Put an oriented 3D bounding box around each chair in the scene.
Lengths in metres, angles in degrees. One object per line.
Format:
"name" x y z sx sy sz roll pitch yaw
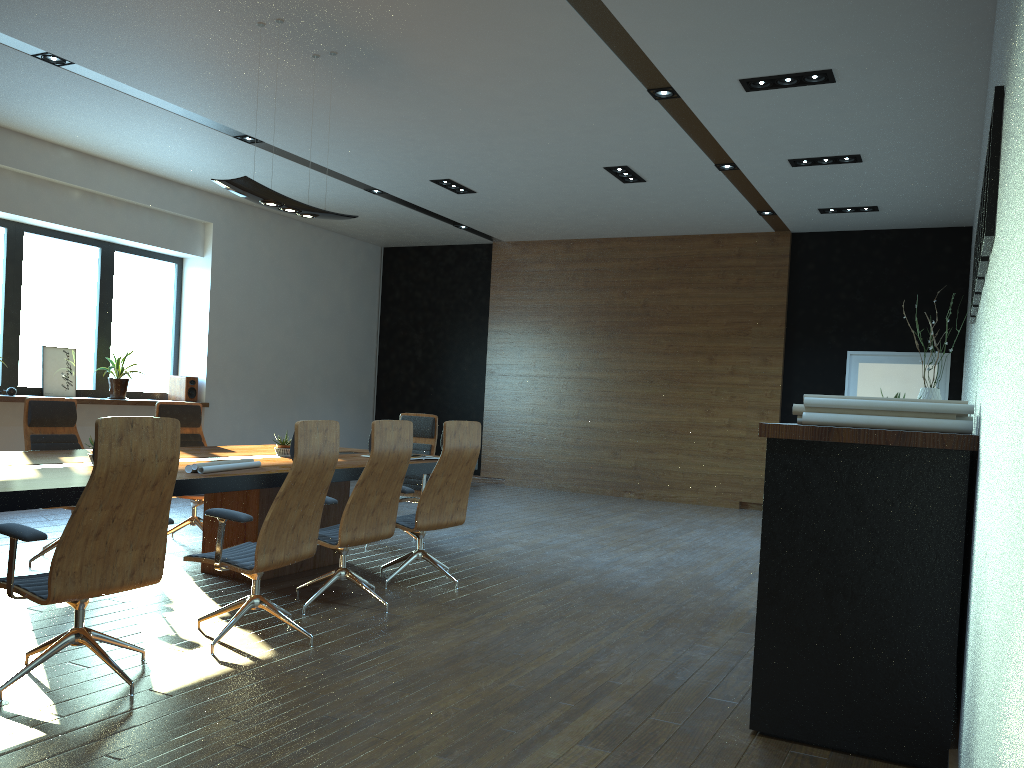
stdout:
"chair" -0.999 0.761 5.311 0.695 1.129 0.706 3 1 27
"chair" -1.802 0.683 3.717 0.695 1.129 0.706 3 1 27
"chair" -2.520 0.717 7.068 0.695 1.129 0.707 4 1 41
"chair" -3.015 0.670 6.156 0.695 1.129 0.706 3 1 26
"chair" -1.001 0.809 7.550 0.705 1.129 0.696 3 1 29
"chair" -0.616 0.798 6.091 0.695 1.129 0.707 4 1 33
"chair" -1.282 0.728 4.487 0.695 1.129 0.706 3 1 18

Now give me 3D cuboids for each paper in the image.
"paper" 1.430 0.114 3.442 0.644 0.125 0.144 3 0 26
"paper" -2.411 0.389 4.570 2.243 0.083 0.627 4 -1 -23

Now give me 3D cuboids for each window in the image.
"window" -5.126 -0.789 10.041 0.053 1.863 3.466 4 0 26

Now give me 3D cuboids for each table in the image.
"table" -2.320 0.843 4.978 1.783 0.797 5.546 3 -1 26

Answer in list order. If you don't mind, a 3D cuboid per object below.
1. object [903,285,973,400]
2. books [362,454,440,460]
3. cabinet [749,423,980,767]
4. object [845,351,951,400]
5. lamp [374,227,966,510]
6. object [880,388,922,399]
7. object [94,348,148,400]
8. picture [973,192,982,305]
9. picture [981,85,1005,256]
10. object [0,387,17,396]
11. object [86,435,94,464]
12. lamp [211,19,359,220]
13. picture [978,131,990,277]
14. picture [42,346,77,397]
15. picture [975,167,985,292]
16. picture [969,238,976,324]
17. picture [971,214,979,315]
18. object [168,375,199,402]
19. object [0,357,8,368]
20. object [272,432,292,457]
"object" 1.916 -0.116 4.051 0.212 0.663 0.444 4 1 42
"books" -0.810 0.543 6.721 0.388 0.033 0.545 2 -2 38
"cabinet" 1.795 0.833 4.354 0.766 1.234 2.350 3 0 26
"object" 4.836 0.680 11.248 1.196 2.162 0.200 3 1 26
"lamp" 0.193 -0.366 10.653 9.381 3.711 16.696 3 -1 26
"object" 1.716 0.110 3.984 0.178 0.188 0.153 3 0 -24
"object" -4.581 -0.131 10.339 0.472 0.621 0.516 3 1 42
"picture" 2.290 -0.654 4.334 0.028 0.484 0.380 4 1 26
"picture" 1.646 -0.713 3.036 0.028 0.484 0.380 4 1 26
"object" -5.233 0.076 9.140 0.209 0.089 0.178 4 -1 -26
"object" -2.295 0.354 4.956 0.178 0.188 0.153 3 0 -24
"lamp" -1.526 -1.813 6.200 0.339 1.200 1.197 4 0 26
"picture" 1.863 -0.692 3.473 0.028 0.484 0.380 4 1 26
"picture" -5.133 -0.135 10.048 0.057 0.562 0.421 4 1 26
"picture" 2.077 -0.674 3.905 0.028 0.484 0.380 4 1 26
"picture" 2.713 -0.612 5.186 0.028 0.484 0.380 4 1 26
"picture" 2.503 -0.633 4.763 0.028 0.484 0.380 4 1 26
"object" -4.201 0.060 11.327 0.313 0.322 0.211 3 1 26
"object" -5.337 -0.204 8.870 0.515 0.621 0.473 3 0 32
"object" -1.621 0.420 6.318 0.177 0.188 0.153 3 0 1
